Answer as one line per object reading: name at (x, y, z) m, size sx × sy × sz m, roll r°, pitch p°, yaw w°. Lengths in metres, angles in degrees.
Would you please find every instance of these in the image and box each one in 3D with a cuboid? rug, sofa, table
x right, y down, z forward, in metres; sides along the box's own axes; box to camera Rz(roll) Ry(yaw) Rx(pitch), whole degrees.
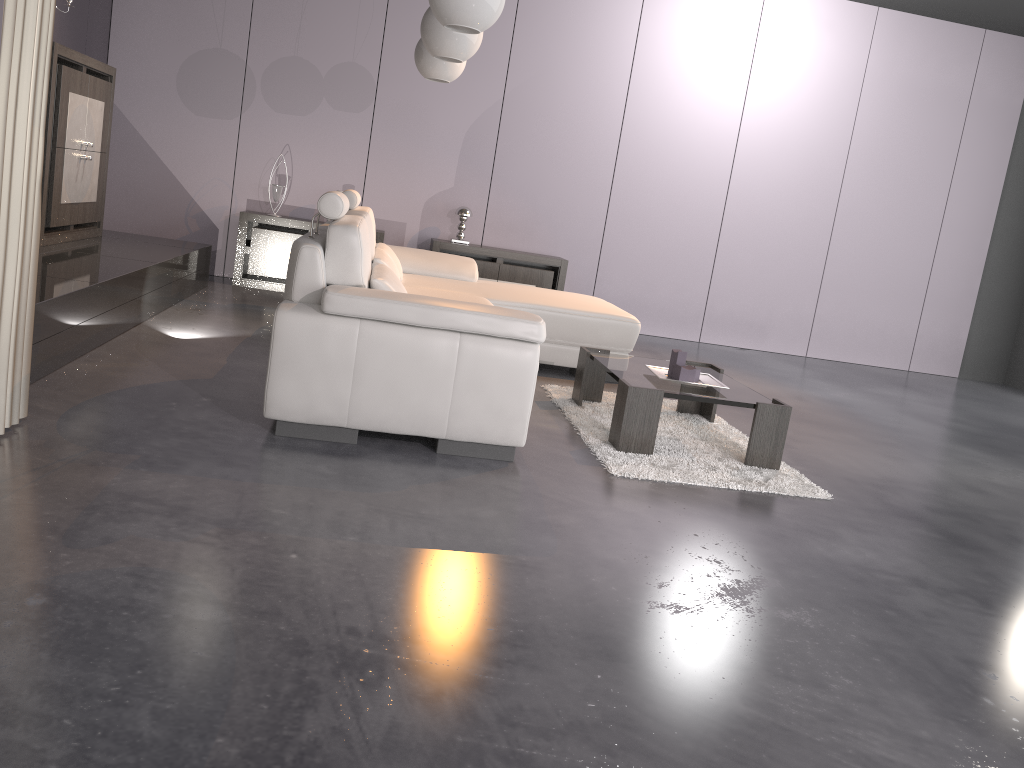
rug at (0.694, 0.220, 4.031) m, size 0.915 × 0.023 × 1.540 m, roll 7°, pitch 11°, yaw -9°
sofa at (-0.098, -0.433, 4.517) m, size 1.866 × 0.852 × 2.888 m, roll 7°, pitch 11°, yaw -9°
table at (0.722, 0.085, 4.025) m, size 0.700 × 0.268 × 0.913 m, roll 7°, pitch 11°, yaw -9°

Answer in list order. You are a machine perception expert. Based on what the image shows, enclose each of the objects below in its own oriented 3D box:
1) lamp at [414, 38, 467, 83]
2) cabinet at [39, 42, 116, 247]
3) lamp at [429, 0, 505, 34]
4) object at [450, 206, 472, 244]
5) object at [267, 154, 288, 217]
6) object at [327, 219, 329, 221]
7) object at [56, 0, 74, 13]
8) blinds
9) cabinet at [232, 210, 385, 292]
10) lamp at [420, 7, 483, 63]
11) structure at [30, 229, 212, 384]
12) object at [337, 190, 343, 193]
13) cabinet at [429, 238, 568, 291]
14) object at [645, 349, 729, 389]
lamp at (-0.331, -2.472, 5.110) m, size 0.306 × 1.405 × 0.309 m, roll 8°, pitch 9°, yaw -6°
cabinet at (-2.684, -1.393, 5.179) m, size 0.411 × 1.067 × 1.082 m, roll 8°, pitch 10°, yaw -9°
lamp at (-0.090, -2.091, 3.407) m, size 0.307 × 1.405 × 0.309 m, roll 1°, pitch 12°, yaw -41°
object at (-0.394, -1.263, 7.012) m, size 0.140 × 0.282 × 0.141 m, roll 8°, pitch 9°, yaw -9°
object at (-1.781, -1.514, 6.741) m, size 0.123 × 0.462 × 0.109 m, roll 8°, pitch 9°, yaw -9°
object at (-1.395, -1.308, 6.818) m, size 0.051 × 0.151 × 0.052 m, roll 4°, pitch 10°, yaw -31°
object at (-2.546, -2.077, 4.820) m, size 0.230 × 0.442 × 0.231 m, roll 10°, pitch 9°, yaw 8°
blinds at (-1.074, -1.083, 1.526) m, size 0.248 × 2.974 × 3.318 m, roll 8°, pitch 10°, yaw -9°
cabinet at (-1.561, -0.983, 6.869) m, size 1.071 × 0.551 × 0.380 m, roll 7°, pitch 10°, yaw -9°
lamp at (-0.206, -2.277, 4.242) m, size 0.306 × 1.405 × 0.309 m, roll 8°, pitch 9°, yaw -6°
structure at (-2.073, 0.039, 2.044) m, size 0.999 × 0.298 × 8.851 m, roll 7°, pitch 11°, yaw -9°
object at (-1.340, -1.374, 6.904) m, size 0.090 × 0.262 × 0.089 m, roll 17°, pitch 12°, yaw 41°
cabinet at (-0.145, -0.806, 7.099) m, size 1.071 × 0.551 × 0.380 m, roll 7°, pitch 10°, yaw -9°
object at (0.770, -0.077, 3.885) m, size 0.304 × 0.136 × 0.307 m, roll 8°, pitch 11°, yaw -5°
